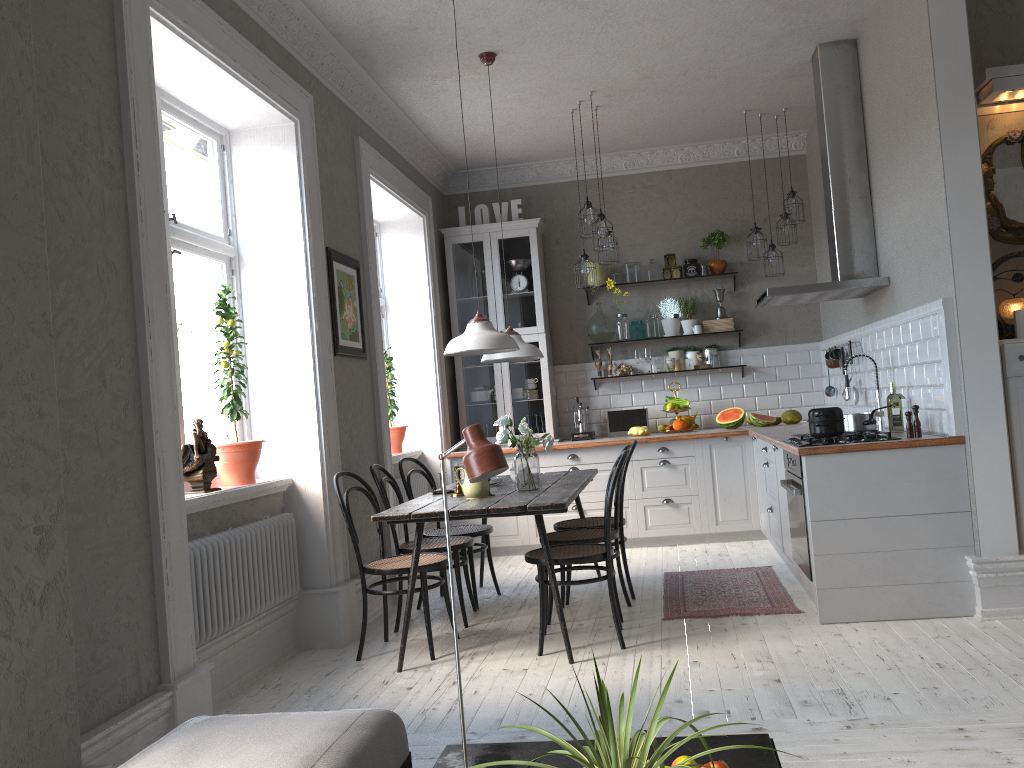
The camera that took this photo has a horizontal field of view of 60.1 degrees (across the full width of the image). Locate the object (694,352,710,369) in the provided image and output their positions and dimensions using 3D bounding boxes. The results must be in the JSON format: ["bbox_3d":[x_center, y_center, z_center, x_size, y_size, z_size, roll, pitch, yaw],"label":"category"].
[{"bbox_3d":[1.623,-0.201,7.553,0.120,0.147,0.099,-4,-2,-24],"label":"object"}]

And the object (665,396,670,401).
[{"bbox_3d":[1.317,0.124,7.414,0.073,0.058,0.050,-4,-2,-15],"label":"object"}]

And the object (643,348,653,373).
[{"bbox_3d":[1.168,-0.200,7.575,0.082,0.217,0.081,-5,-2,-6],"label":"object"}]

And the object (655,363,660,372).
[{"bbox_3d":[1.279,-0.140,7.670,0.076,0.083,0.079,-6,-2,26],"label":"object"}]

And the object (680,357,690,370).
[{"bbox_3d":[1.477,-0.172,7.580,0.077,0.108,0.078,-5,-2,2],"label":"object"}]

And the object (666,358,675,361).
[{"bbox_3d":[1.352,-0.194,7.541,0.077,0.051,0.077,-5,-2,-6],"label":"object"}]

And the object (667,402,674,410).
[{"bbox_3d":[1.317,0.187,7.364,0.058,0.069,0.080,-6,-2,28],"label":"object"}]

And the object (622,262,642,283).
[{"bbox_3d":[1.040,-0.952,7.668,0.176,0.184,0.168,-3,-2,-42],"label":"object"}]

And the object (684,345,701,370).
[{"bbox_3d":[1.562,-0.227,7.651,0.170,0.214,0.150,-6,-2,38],"label":"object"}]

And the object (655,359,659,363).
[{"bbox_3d":[1.276,-0.173,7.671,0.076,0.083,0.079,-6,-2,26],"label":"object"}]

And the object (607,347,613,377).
[{"bbox_3d":[0.856,-0.191,7.695,0.052,0.264,0.063,-6,-2,45],"label":"object"}]

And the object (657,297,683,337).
[{"bbox_3d":[1.389,-0.583,7.666,0.241,0.354,0.238,-6,-2,26],"label":"object"}]

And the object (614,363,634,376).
[{"bbox_3d":[0.960,-0.126,7.656,0.178,0.111,0.095,-4,-2,-15],"label":"object"}]

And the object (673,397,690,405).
[{"bbox_3d":[1.423,0.148,7.464,0.177,0.096,0.090,-6,-2,28],"label":"object"}]

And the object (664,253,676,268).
[{"bbox_3d":[1.358,-1.058,7.608,0.083,0.113,0.082,-4,-2,-12],"label":"object"}]

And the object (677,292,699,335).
[{"bbox_3d":[1.509,-0.607,7.598,0.187,0.380,0.166,-4,-2,-31],"label":"object"}]

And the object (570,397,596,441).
[{"bbox_3d":[0.580,0.291,7.478,0.204,0.370,0.355,-5,-2,9],"label":"object"}]

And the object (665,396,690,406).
[{"bbox_3d":[1.383,0.140,7.401,0.209,0.101,0.068,-5,-2,14],"label":"object"}]

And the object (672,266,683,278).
[{"bbox_3d":[1.422,-0.951,7.607,0.082,0.113,0.084,-5,-2,18],"label":"object"}]

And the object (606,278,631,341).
[{"bbox_3d":[0.912,-0.639,7.583,0.191,0.540,0.281,-5,-2,1],"label":"object"}]

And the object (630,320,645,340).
[{"bbox_3d":[1.091,-0.465,7.703,0.125,0.172,0.127,-5,-2,12],"label":"object"}]

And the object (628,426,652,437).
[{"bbox_3d":[1.051,0.389,7.298,0.196,0.083,0.190,-5,-2,9],"label":"object"}]

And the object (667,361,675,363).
[{"bbox_3d":[1.354,-0.168,7.540,0.076,0.051,0.078,-6,-2,27],"label":"object"}]

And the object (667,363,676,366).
[{"bbox_3d":[1.355,-0.151,7.540,0.077,0.051,0.077,-5,-2,1],"label":"object"}]

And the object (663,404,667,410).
[{"bbox_3d":[1.317,0.205,7.440,0.096,0.078,0.101,-5,-2,-5],"label":"object"}]

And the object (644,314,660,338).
[{"bbox_3d":[1.196,-0.493,7.599,0.122,0.206,0.127,-6,-2,31],"label":"object"}]

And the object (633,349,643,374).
[{"bbox_3d":[1.096,-0.191,7.680,0.082,0.217,0.081,-5,-2,-6],"label":"object"}]

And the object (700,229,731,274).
[{"bbox_3d":[1.761,-1.123,7.569,0.256,0.397,0.246,-6,-2,33],"label":"object"}]

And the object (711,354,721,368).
[{"bbox_3d":[1.728,-0.195,7.521,0.077,0.108,0.078,-5,-2,2],"label":"object"}]

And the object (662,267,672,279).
[{"bbox_3d":[1.336,-0.943,7.622,0.082,0.113,0.083,-5,-2,8],"label":"object"}]

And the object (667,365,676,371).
[{"bbox_3d":[1.357,-0.134,7.539,0.077,0.051,0.077,-5,-2,1],"label":"object"}]

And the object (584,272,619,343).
[{"bbox_3d":[0.743,-0.692,7.651,0.339,0.674,0.332,-4,-2,-23],"label":"object"}]

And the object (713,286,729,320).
[{"bbox_3d":[1.785,-0.693,7.588,0.131,0.287,0.130,-5,-2,-7],"label":"object"}]

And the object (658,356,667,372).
[{"bbox_3d":[1.294,-0.171,7.592,0.080,0.139,0.078,-4,-2,-19],"label":"object"}]

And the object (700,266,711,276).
[{"bbox_3d":[1.644,-0.963,7.529,0.093,0.096,0.075,-5,-2,9],"label":"object"}]

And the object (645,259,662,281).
[{"bbox_3d":[1.231,-0.983,7.739,0.142,0.220,0.137,-4,-2,-32],"label":"object"}]

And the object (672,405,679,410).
[{"bbox_3d":[1.362,0.206,7.373,0.063,0.061,0.067,-5,-2,8],"label":"object"}]

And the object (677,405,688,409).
[{"bbox_3d":[1.423,0.204,7.400,0.076,0.062,0.099,-4,-2,-18],"label":"object"}]

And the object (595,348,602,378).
[{"bbox_3d":[0.755,-0.182,7.724,0.054,0.264,0.060,-4,-2,-20],"label":"object"}]

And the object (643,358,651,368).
[{"bbox_3d":[1.180,-0.198,7.665,0.082,0.217,0.081,-5,-2,-6],"label":"object"}]

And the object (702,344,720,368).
[{"bbox_3d":[1.726,-0.240,7.638,0.158,0.213,0.153,-5,-2,6],"label":"object"}]

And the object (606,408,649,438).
[{"bbox_3d":[0.983,0.330,7.513,0.349,0.226,0.088,-5,-2,7],"label":"object"}]

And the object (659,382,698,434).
[{"bbox_3d":[1.378,0.197,7.427,0.354,0.425,0.350,-5,-2,-7],"label":"object"}]

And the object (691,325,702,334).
[{"bbox_3d":[1.576,-0.461,7.522,0.104,0.071,0.064,-6,-2,38],"label":"object"}]

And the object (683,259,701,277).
[{"bbox_3d":[1.548,-0.991,7.642,0.141,0.174,0.143,-5,-2,8],"label":"object"}]

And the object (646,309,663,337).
[{"bbox_3d":[1.242,-0.521,7.746,0.130,0.264,0.133,-5,-2,14],"label":"object"}]

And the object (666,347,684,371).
[{"bbox_3d":[1.407,-0.219,7.662,0.158,0.217,0.154,-4,-2,-12],"label":"object"}]
